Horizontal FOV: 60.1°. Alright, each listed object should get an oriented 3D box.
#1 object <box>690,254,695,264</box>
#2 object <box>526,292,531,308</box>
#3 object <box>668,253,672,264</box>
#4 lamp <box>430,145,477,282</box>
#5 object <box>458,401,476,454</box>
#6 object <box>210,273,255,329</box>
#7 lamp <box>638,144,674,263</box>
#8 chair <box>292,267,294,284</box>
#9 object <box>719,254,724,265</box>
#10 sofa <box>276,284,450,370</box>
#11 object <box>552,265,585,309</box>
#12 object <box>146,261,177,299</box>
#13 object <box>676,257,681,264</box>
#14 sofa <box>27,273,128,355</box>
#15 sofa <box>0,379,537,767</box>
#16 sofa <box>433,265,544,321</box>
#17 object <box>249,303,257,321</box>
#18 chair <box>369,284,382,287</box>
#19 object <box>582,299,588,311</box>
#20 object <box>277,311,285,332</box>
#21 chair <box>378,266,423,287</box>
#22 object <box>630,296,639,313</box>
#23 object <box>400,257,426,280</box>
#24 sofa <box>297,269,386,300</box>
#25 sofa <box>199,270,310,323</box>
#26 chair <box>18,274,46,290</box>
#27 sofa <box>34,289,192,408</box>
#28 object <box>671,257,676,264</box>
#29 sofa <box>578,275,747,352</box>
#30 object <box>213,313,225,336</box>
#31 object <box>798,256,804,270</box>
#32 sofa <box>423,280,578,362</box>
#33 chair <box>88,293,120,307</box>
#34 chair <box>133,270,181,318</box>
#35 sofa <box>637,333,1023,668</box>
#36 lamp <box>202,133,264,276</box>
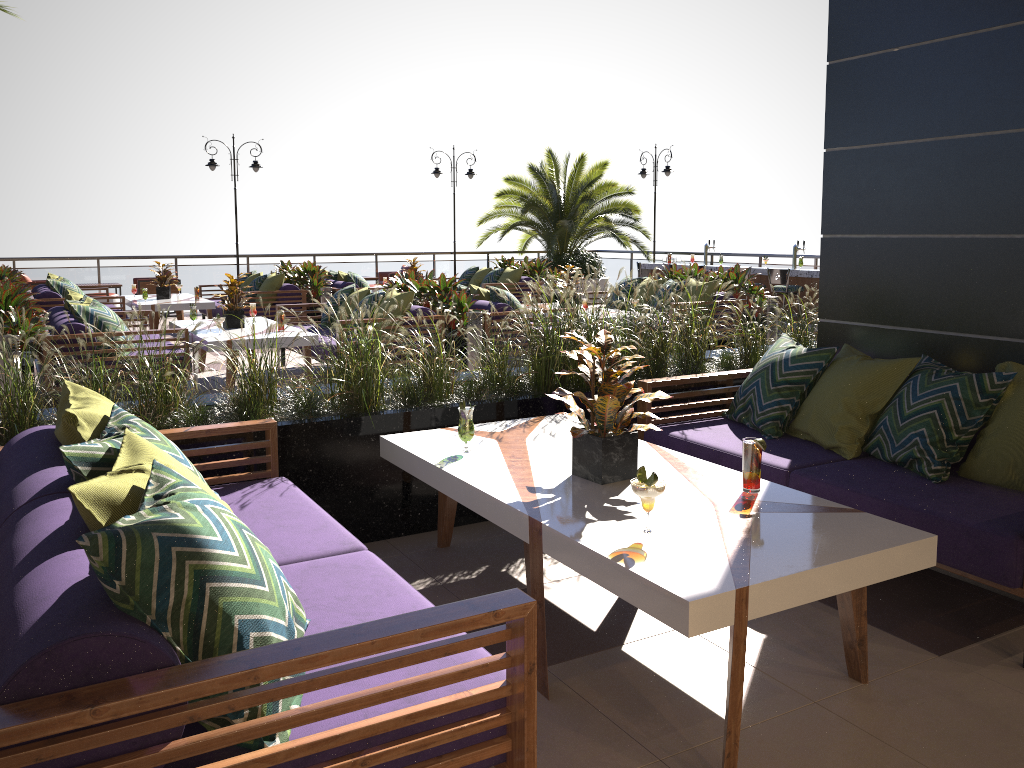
[{"bbox_3d":[3.091,-2.128,15.159,0.069,0.180,0.069,4,8,32],"label":"object"},{"bbox_3d":[0.200,-1.015,10.659,0.067,0.188,0.085,0,7,0],"label":"object"},{"bbox_3d":[2.790,-2.219,15.678,0.067,0.188,0.085,-1,7,-5],"label":"object"},{"bbox_3d":[-1.236,-3.449,19.030,1.124,3.305,0.265,-4,7,-30],"label":"lamp"},{"bbox_3d":[-0.185,0.172,3.580,0.069,0.210,0.069,6,9,43],"label":"object"},{"bbox_3d":[-2.640,-0.797,8.414,0.425,0.523,0.433,-2,8,-12],"label":"object"},{"bbox_3d":[3.039,-3.429,18.847,0.264,3.305,1.128,-4,7,-29],"label":"lamp"},{"bbox_3d":[-3.949,-1.856,17.116,0.715,0.810,0.719,-4,9,-29],"label":"chair"},{"bbox_3d":[3.439,-2.041,14.550,0.069,0.210,0.069,6,9,43],"label":"object"},{"bbox_3d":[-1.597,-0.543,9.017,1.121,0.913,2.139,-5,10,-29],"label":"sofa"},{"bbox_3d":[0.659,-1.120,10.271,0.430,0.523,0.428,-3,8,-17],"label":"object"},{"bbox_3d":[-4.845,-1.443,12.263,0.430,0.523,0.428,0,8,3],"label":"object"},{"bbox_3d":[3.040,-2.212,16.176,0.105,0.207,0.106,5,8,35],"label":"object"},{"bbox_3d":[-5.823,-0.996,11.758,1.121,0.913,2.139,-5,10,-29],"label":"sofa"},{"bbox_3d":[-0.928,0.553,2.526,1.121,0.913,2.139,-5,10,-29],"label":"sofa"},{"bbox_3d":[-0.497,-1.520,14.779,1.121,0.913,2.139,-5,10,-29],"label":"sofa"},{"bbox_3d":[-2.658,-0.738,9.088,0.069,0.180,0.069,0,7,3],"label":"object"},{"bbox_3d":[-2.752,-1.658,16.921,0.580,0.477,0.581,-7,11,-41],"label":"chair"},{"bbox_3d":[0.790,-0.835,9.610,0.069,0.180,0.069,-6,9,-41],"label":"object"},{"bbox_3d":[-2.106,-0.570,8.060,0.067,0.188,0.085,0,7,0],"label":"object"},{"bbox_3d":[-2.286,-2.019,18.055,0.715,0.810,0.719,-4,9,-29],"label":"chair"},{"bbox_3d":[1.375,-0.897,9.920,0.106,0.196,0.106,0,7,3],"label":"object"},{"bbox_3d":[-1.582,-1.773,14.171,0.425,0.523,0.433,0,8,-2],"label":"object"},{"bbox_3d":[-2.514,-1.325,13.655,1.121,0.913,2.139,-5,10,-29],"label":"sofa"},{"bbox_3d":[-3.810,-1.192,12.890,1.121,0.913,2.139,-5,10,-29],"label":"sofa"},{"bbox_3d":[-7.991,-1.460,14.833,0.715,0.810,0.719,-4,9,-29],"label":"chair"},{"bbox_3d":[-3.614,-0.348,7.892,1.121,0.913,2.139,-5,10,-29],"label":"sofa"},{"bbox_3d":[2.940,-2.205,16.133,0.105,0.207,0.106,5,8,35],"label":"object"},{"bbox_3d":[1.712,-0.872,10.913,1.121,0.913,2.139,-5,10,-29],"label":"sofa"},{"bbox_3d":[-2.575,-0.526,7.786,0.106,0.196,0.106,0,7,3],"label":"object"},{"bbox_3d":[4.272,-1.789,13.085,0.069,0.196,0.082,1,7,7],"label":"object"},{"bbox_3d":[-0.301,-0.675,9.782,1.121,0.913,2.139,-5,10,-29],"label":"sofa"},{"bbox_3d":[-6.794,-1.262,14.639,0.578,0.477,0.582,-3,9,-21],"label":"chair"},{"bbox_3d":[-6.328,-1.623,15.772,0.715,0.810,0.719,-4,9,-29],"label":"chair"},{"bbox_3d":[1.636,0.302,3.974,1.121,0.913,2.139,-5,10,-29],"label":"sofa"},{"bbox_3d":[-5.223,-3.058,16.778,1.124,3.305,0.265,-4,7,-30],"label":"lamp"}]
